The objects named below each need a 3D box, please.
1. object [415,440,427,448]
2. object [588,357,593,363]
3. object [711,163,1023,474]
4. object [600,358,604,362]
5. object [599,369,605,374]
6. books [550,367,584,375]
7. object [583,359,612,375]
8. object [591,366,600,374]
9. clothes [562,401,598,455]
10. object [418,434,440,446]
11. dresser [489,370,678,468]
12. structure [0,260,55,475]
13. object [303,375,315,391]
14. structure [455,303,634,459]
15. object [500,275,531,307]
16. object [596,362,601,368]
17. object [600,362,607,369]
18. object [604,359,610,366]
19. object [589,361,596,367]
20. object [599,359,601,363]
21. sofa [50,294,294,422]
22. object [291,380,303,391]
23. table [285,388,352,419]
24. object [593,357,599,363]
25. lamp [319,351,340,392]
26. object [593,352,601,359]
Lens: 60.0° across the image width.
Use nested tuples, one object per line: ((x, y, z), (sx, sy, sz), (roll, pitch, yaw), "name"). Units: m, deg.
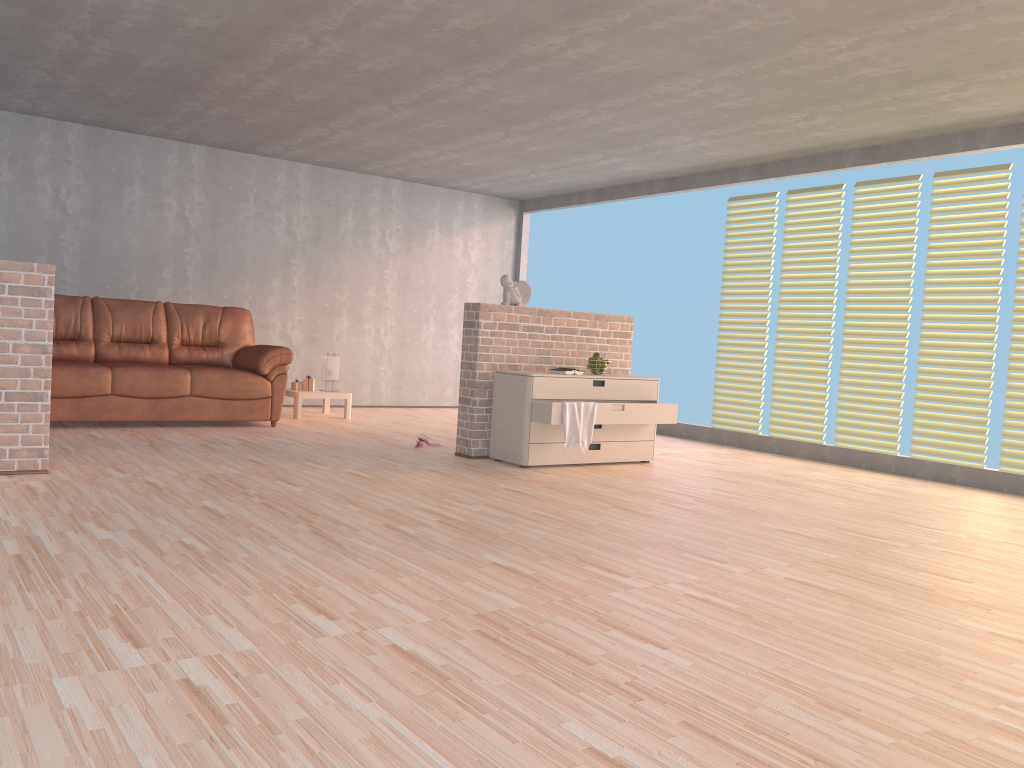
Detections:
((-0.664, 0.433, 6.436), (0.078, 0.066, 0.192), (4, 3, 0), "object")
((0.564, -0.164, 6.305), (0.049, 0.053, 0.054), (3, 3, -5), "object")
((3.160, -0.464, 6.274), (0.044, 2.114, 4.372), (1, 3, -36), "object")
((0.636, -0.166, 6.325), (0.039, 0.043, 0.043), (6, 4, 40), "object")
((0.638, -0.095, 6.311), (0.048, 0.048, 0.046), (6, 4, 43), "object")
((0.375, -0.089, 6.069), (0.146, 0.040, 0.209), (6, 4, 44), "books")
((0.607, -0.118, 6.307), (0.202, 0.104, 0.202), (1, 4, -42), "object")
((0.591, -0.101, 6.283), (0.060, 0.055, 0.059), (4, 3, 9), "object")
((0.419, 0.296, 5.675), (0.325, 0.369, 0.097), (2, 3, -35), "clothes")
((-0.609, 0.418, 6.609), (0.188, 0.085, 0.069), (4, 3, 3), "object")
((0.723, 0.251, 6.246), (1.686, 0.612, 0.605), (1, 3, -36), "dresser")
((-2.956, -0.094, 4.148), (1.422, 1.057, 0.211), (1, 3, -36), "structure")
((-1.874, -0.009, 8.176), (0.099, 0.147, 0.102), (3, 3, -7), "object")
((0.269, -0.011, 6.467), (1.422, 1.057, 0.211), (1, 3, -36), "structure")
((0.012, -0.652, 6.218), (0.216, 0.218, 0.131), (1, 4, -37), "object")
((0.609, -0.133, 6.248), (0.038, 0.040, 0.039), (2, 3, -27), "object")
((0.644, -0.134, 6.271), (0.057, 0.057, 0.057), (3, 3, -3), "object")
((0.672, -0.151, 6.304), (0.047, 0.047, 0.046), (4, 3, 2), "object")
((0.569, -0.140, 6.263), (0.046, 0.044, 0.046), (1, 4, -40), "object")
((0.613, -0.159, 6.280), (0.039, 0.038, 0.039), (3, 3, -7), "object")
((-2.934, -0.209, 6.962), (2.202, 0.923, 0.981), (1, 3, -36), "sofa")
((-1.972, 0.007, 8.195), (0.080, 0.105, 0.152), (5, 3, 23), "object")
((-1.863, 0.180, 8.289), (0.548, 0.241, 0.548), (1, 3, -36), "table")
((0.592, -0.171, 6.246), (0.046, 0.045, 0.046), (1, 4, -36), "object")
((-1.708, -0.118, 8.324), (0.140, 0.376, 0.140), (1, 3, -36), "lamp")
((0.603, -0.197, 6.305), (0.054, 0.056, 0.054), (1, 3, -36), "object")
